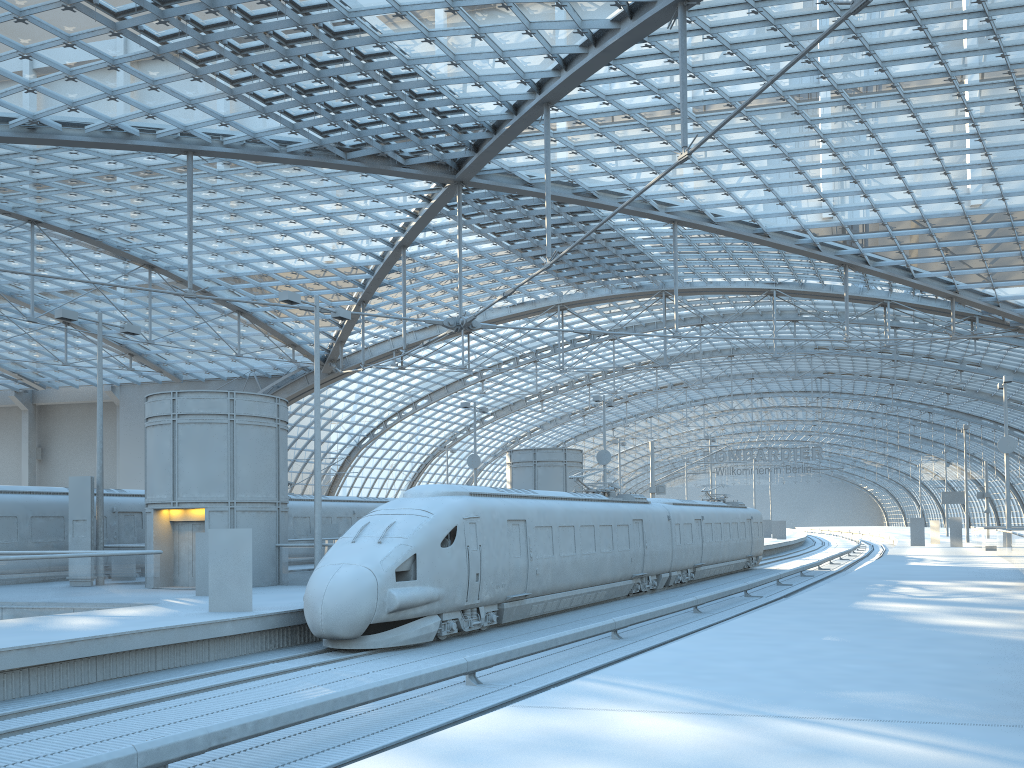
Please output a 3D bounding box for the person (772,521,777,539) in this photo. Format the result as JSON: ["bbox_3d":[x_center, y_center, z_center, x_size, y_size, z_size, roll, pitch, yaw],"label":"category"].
[{"bbox_3d":[24.534,13.500,81.306,0.877,1.700,0.001,-2,-2,26],"label":"person"}]

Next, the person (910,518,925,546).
[{"bbox_3d":[25.078,9.156,54.258,0.001,1.793,0.904,0,-3,-39],"label":"person"}]

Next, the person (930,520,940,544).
[{"bbox_3d":[28.251,9.903,58.656,0.001,1.607,0.812,0,-3,-19],"label":"person"}]

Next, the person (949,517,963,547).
[{"bbox_3d":[26.207,8.772,51.959,0.068,1.803,0.786,0,-3,-32],"label":"person"}]

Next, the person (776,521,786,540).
[{"bbox_3d":[23.826,12.949,77.696,0.829,1.727,0.001,-2,-2,26],"label":"person"}]

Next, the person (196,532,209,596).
[{"bbox_3d":[-7.466,4.472,21.719,0.710,1.607,0.001,-1,-1,5],"label":"person"}]

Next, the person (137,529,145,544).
[{"bbox_3d":[-12.270,5.774,29.781,0.827,1.727,0.001,-1,-1,0],"label":"person"}]

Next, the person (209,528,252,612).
[{"bbox_3d":[-5.612,3.745,17.578,0.875,1.701,0.001,-1,-1,0],"label":"person"}]

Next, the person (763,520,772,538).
[{"bbox_3d":[24.809,14.158,85.872,0.901,1.794,0.001,-2,-2,21],"label":"person"}]
